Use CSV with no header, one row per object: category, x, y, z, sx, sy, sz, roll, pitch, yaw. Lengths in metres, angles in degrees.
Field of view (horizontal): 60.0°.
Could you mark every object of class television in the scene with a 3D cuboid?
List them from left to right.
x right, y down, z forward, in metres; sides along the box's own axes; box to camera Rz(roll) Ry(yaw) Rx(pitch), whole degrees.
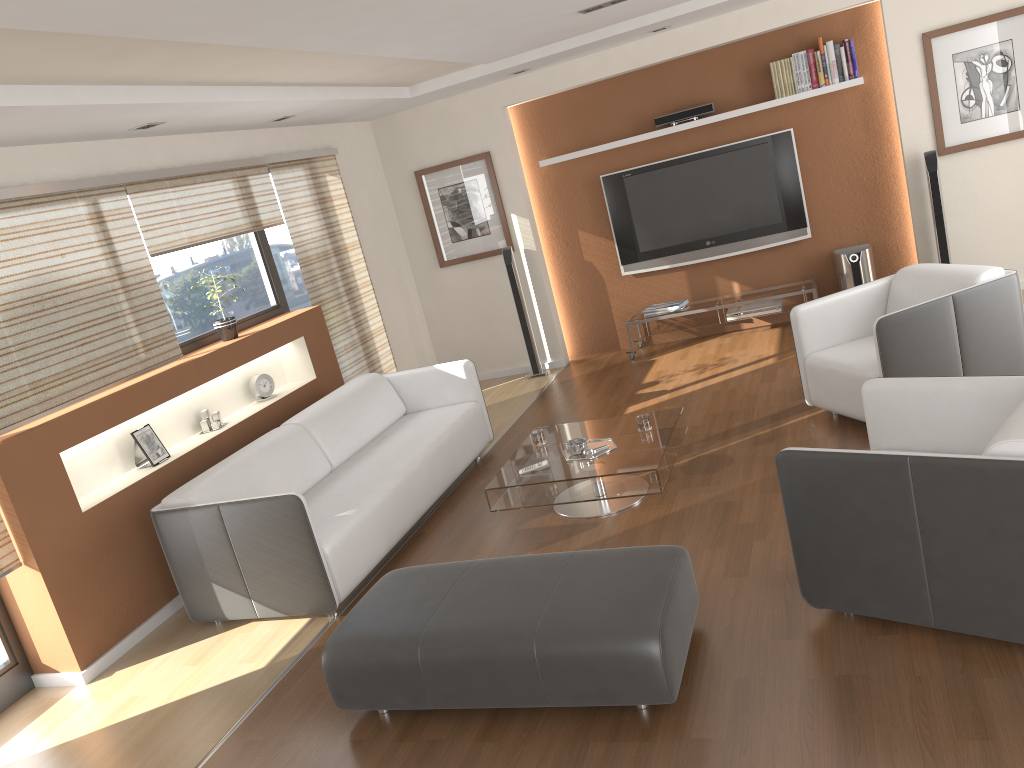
television,1.605,-1.485,7.425,1.594,0.900,0.097,-9,14,21

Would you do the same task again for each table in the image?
table,0.447,0.472,4.778,0.900,0.300,0.900,-9,14,21

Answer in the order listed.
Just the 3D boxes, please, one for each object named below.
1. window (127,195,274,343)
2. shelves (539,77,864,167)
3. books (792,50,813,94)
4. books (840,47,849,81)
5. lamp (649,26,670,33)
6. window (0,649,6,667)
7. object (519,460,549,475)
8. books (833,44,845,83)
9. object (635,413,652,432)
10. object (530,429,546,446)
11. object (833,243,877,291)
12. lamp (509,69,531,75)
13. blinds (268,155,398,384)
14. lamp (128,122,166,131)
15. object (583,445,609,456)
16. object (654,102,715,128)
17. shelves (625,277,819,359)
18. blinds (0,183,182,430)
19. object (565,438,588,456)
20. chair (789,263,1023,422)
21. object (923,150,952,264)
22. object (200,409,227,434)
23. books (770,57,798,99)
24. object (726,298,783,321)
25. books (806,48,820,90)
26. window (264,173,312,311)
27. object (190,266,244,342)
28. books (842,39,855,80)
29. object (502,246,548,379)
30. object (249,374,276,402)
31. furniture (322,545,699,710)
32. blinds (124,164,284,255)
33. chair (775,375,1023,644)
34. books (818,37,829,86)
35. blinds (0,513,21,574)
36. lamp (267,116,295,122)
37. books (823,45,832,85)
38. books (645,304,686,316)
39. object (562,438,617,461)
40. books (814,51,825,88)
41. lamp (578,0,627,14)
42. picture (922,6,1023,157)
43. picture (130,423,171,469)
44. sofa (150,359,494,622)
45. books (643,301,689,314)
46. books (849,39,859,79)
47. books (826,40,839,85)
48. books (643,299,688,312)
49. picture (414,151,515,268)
window,-2.322,-0.612,5.241,0.010,0.986,2.817,-9,14,21
shelves,1.465,-2.110,7.212,2.612,0.050,0.200,-9,14,21
books,2.243,-2.409,6.853,0.104,0.295,0.146,-9,14,21
books,2.526,-2.431,6.744,0.028,0.248,0.169,-9,14,21
lamp,1.094,-2.695,6.639,0.146,0.087,0.146,-9,14,21
window,-2.795,0.485,3.604,0.010,2.093,0.889,-9,14,21
object,0.113,0.432,4.584,0.158,0.029,0.064,-14,13,3
books,2.492,-2.442,6.758,0.041,0.278,0.157,-9,14,21
object,0.708,0.208,4.764,0.079,0.077,0.079,-12,13,10
object,0.148,0.302,4.980,0.079,0.077,0.079,-12,13,10
object,2.761,-0.819,7.086,0.286,0.518,0.323,-9,14,21
lamp,0.052,-2.524,7.055,0.146,0.087,0.146,-9,14,21
blinds,-1.327,-0.700,7.028,0.001,2.200,0.980,-9,14,21
lamp,-2.012,-1.450,4.852,0.146,0.087,0.146,-9,14,21
object,0.441,0.337,4.603,0.147,0.035,0.051,-21,15,-26
object,1.404,-2.177,7.207,0.470,0.109,0.182,-9,14,21
shelves,1.748,-0.543,7.476,1.617,0.340,0.444,-9,14,21
blinds,-2.298,-0.443,4.485,0.001,1.044,1.432,-9,14,21
object,0.338,0.327,4.655,0.118,0.079,0.117,-7,15,28
chair,2.179,-0.220,4.881,0.919,0.706,0.767,-18,14,-13
object,3.187,-1.142,6.591,0.228,1.165,0.215,-8,15,26
object,-1.870,0.217,5.495,0.141,0.131,0.141,-15,13,0
books,2.119,-2.378,6.902,0.167,0.275,0.195,-9,14,21
object,2.006,-0.616,7.335,0.435,0.052,0.274,-9,14,21
books,2.316,-2.419,6.820,0.053,0.293,0.169,-9,14,21
window,-1.575,-0.653,7.131,0.010,2.162,0.889,-9,14,21
object,-1.851,-0.520,5.703,0.342,0.477,0.268,-12,13,11
books,2.552,-2.458,6.726,0.041,0.293,0.169,-9,14,21
object,0.097,-0.634,7.823,0.228,1.165,0.215,-11,14,17
object,-1.692,0.020,6.015,0.096,0.176,0.160,-5,16,36
furniture,0.001,0.891,3.311,1.291,0.301,0.685,-9,14,21
blinds,-1.924,-1.160,5.719,0.001,0.441,1.432,-9,14,21
chair,1.544,0.363,3.059,0.919,0.661,0.767,-1,19,45
books,2.383,-2.462,6.783,0.028,0.358,0.169,-9,14,21
blinds,-2.607,0.203,3.446,0.001,1.635,0.980,-9,14,21
lamp,-1.592,-1.855,6.069,0.146,0.087,0.146,-9,14,21
books,2.414,-2.435,6.782,0.022,0.293,0.167,-9,14,21
books,1.316,-0.645,7.579,0.326,0.017,0.228,-8,15,25
object,0.407,0.345,4.663,0.315,0.011,0.273,-7,15,28
books,2.360,-2.410,6.798,0.041,0.266,0.186,-9,14,21
lamp,0.500,-2.090,4.786,0.291,0.087,0.146,-9,14,21
picture,3.394,-2.160,6.345,0.734,0.884,0.025,-9,14,21
picture,-2.036,0.345,4.958,0.133,0.216,0.159,-11,14,16
sofa,-0.958,0.494,5.216,0.919,0.661,2.238,-9,14,21
books,1.313,-0.657,7.576,0.326,0.017,0.228,-4,17,38
books,2.586,-2.459,6.714,0.029,0.286,0.169,-9,14,21
books,2.443,-2.448,6.761,0.050,0.313,0.179,-9,14,21
books,1.310,-0.669,7.574,0.326,0.017,0.228,-6,16,33
picture,-0.425,-1.532,7.868,0.734,0.884,0.025,-9,14,21
